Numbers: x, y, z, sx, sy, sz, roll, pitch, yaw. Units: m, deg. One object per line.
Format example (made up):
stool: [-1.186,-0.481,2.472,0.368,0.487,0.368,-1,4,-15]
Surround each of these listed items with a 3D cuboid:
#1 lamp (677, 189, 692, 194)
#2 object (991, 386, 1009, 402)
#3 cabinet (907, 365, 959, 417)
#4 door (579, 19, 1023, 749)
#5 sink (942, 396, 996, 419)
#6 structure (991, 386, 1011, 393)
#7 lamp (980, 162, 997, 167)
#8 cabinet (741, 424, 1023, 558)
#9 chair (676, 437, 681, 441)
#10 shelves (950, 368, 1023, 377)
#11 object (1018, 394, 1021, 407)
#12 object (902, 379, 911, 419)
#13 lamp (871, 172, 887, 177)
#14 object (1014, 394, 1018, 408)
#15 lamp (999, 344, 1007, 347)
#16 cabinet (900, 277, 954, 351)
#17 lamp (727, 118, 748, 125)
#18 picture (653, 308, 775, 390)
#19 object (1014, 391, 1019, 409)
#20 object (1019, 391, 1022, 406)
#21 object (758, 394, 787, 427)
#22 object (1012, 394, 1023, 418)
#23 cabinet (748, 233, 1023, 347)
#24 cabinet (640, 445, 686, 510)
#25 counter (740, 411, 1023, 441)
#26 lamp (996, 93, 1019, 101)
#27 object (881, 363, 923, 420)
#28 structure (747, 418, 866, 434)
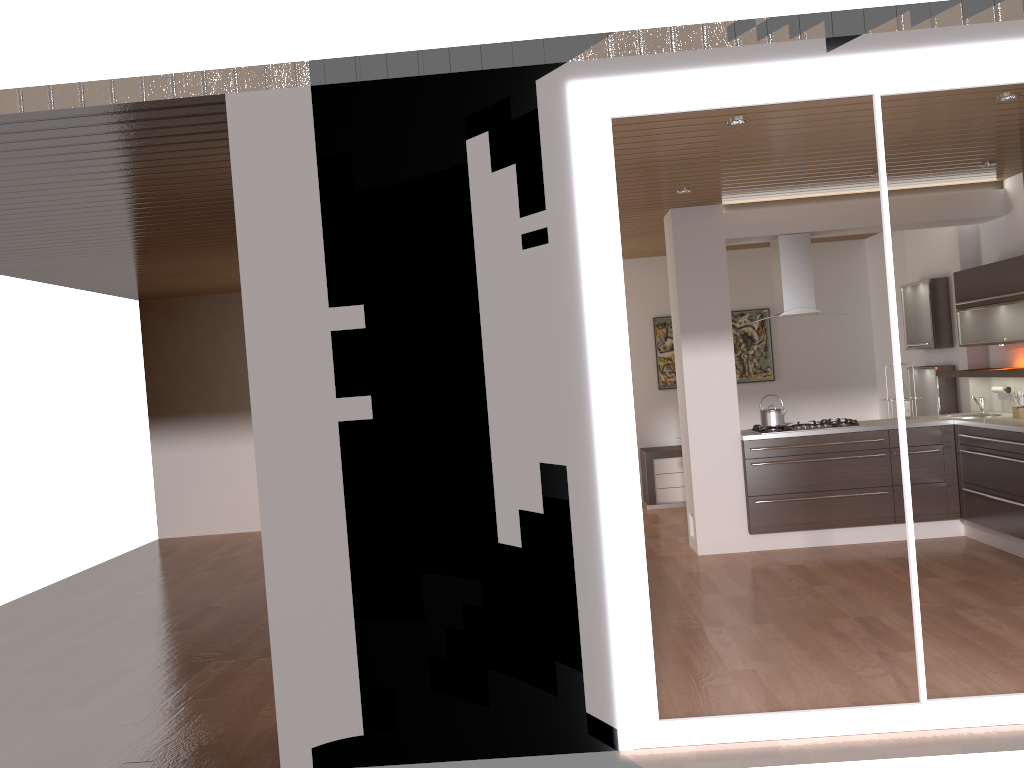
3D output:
lamp: [1.202,-1.371,6.202,0.102,0.055,0.102,-5,0,-15]
object: [3.836,0.079,6.968,0.053,0.119,0.165,-5,0,2]
cabinet: [3.696,0.144,7.824,0.194,0.600,0.598,-5,0,2]
door: [1.516,-0.006,3.473,2.300,2.700,0.101,-5,0,2]
sink: [3.576,0.271,6.950,0.450,0.347,0.494,-5,0,8]
structure: [3.858,0.043,6.952,0.087,0.049,0.237,-5,0,2]
lamp: [3.289,-1.538,6.127,0.102,0.055,0.102,-4,0,30]
cabinet: [2.865,0.785,6.409,2.150,0.870,1.850,-5,0,2]
chair: [1.789,0.874,7.825,0.608,0.847,0.491,-5,0,7]
shelves: [3.729,-0.085,6.371,0.313,0.050,1.850,-5,0,2]
object: [3.675,0.147,6.415,0.023,0.196,0.018,-5,0,4]
object: [3.149,0.123,7.129,0.091,0.319,0.091,-4,0,37]
lamp: [2.547,-1.479,6.153,0.102,0.055,0.102,-5,0,-26]
object: [3.675,0.156,6.441,0.019,0.178,0.044,-5,0,-23]
lamp: [3.728,-0.294,6.734,0.056,0.018,0.056,-5,0,-26]
cabinet: [3.576,-0.599,7.802,0.172,0.600,0.619,-5,0,-12]
lamp: [1.142,-1.355,4.504,0.102,0.055,0.102,-5,0,-15]
picture: [2.224,-0.384,9.775,1.277,0.801,0.018,-5,0,2]
object: [3.657,0.146,6.418,0.040,0.192,0.042,-5,0,-41]
object: [3.691,0.146,6.431,0.018,0.196,0.022,-5,0,4]
object: [2.036,0.205,6.949,0.221,0.251,0.221,-5,0,-5]
object: [3.717,0.158,6.455,0.100,0.170,0.173,-5,0,14]
cabinet: [2.841,-0.748,6.449,2.058,1.032,1.399,-5,0,6]
cabinet: [2.270,0.944,9.510,1.740,0.608,0.540,-5,0,2]
counter: [2.829,0.333,6.406,2.150,0.036,1.850,-5,0,2]
lamp: [2.487,-1.463,4.455,0.102,0.055,0.102,-5,0,-15]
object: [3.150,0.058,7.181,0.291,0.453,0.210,-5,0,7]
structure: [2.325,0.329,7.056,0.797,0.047,0.494,-5,0,2]
